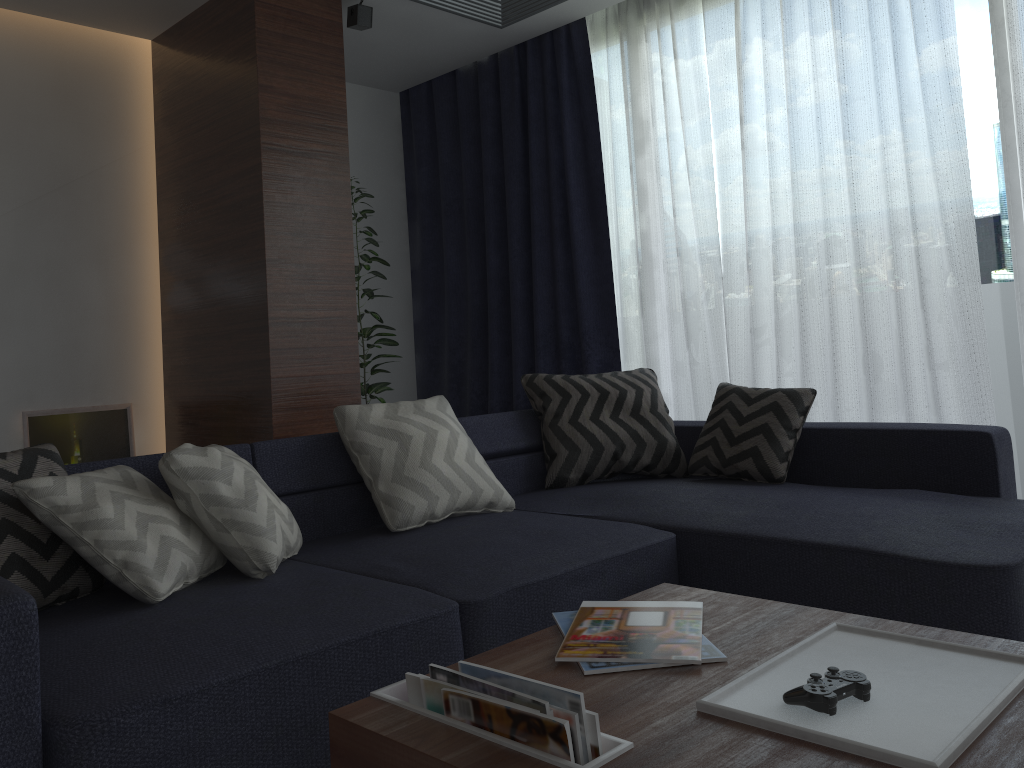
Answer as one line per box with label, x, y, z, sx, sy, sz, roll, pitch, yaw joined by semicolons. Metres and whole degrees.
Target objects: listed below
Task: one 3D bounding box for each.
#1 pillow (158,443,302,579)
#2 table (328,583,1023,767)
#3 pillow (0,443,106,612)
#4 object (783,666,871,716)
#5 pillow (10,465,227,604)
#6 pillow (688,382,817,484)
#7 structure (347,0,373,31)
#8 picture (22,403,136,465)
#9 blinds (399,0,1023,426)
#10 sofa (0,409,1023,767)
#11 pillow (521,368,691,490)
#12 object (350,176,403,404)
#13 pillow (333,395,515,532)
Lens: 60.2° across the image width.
pillow;-0.719;0.316;2.312;0.280;0.352;0.417;-3;0;-2
table;0.319;0.583;1.217;0.802;0.354;0.802;-2;1;45
pillow;-1.129;0.321;2.003;0.221;0.387;0.415;-4;-1;15
object;0.412;0.393;1.149;0.112;0.036;0.070;-4;1;-32
pillow;-0.899;0.341;2.091;0.330;0.295;0.415;-3;0;7
pillow;0.868;0.171;3.230;0.286;0.346;0.413;-2;-1;-40
structure;-0.723;-1.755;4.193;0.084;0.143;0.114;-2;-2;-40
picture;-2.044;0.460;4.219;0.083;0.702;0.501;-7;-3;45
blinds;-0.090;-0.610;1.414;5.809;2.782;7.110;-4;1;-42
sofa;0.123;0.435;2.298;1.892;0.610;2.878;-2;2;45
pillow;0.369;0.203;3.503;0.598;0.520;0.354;-3;-2;-15
object;-0.804;-0.204;4.725;0.502;1.853;0.481;-4;-3;13
pillow;-0.286;0.244;2.843;0.341;0.389;0.495;-5;-1;45
